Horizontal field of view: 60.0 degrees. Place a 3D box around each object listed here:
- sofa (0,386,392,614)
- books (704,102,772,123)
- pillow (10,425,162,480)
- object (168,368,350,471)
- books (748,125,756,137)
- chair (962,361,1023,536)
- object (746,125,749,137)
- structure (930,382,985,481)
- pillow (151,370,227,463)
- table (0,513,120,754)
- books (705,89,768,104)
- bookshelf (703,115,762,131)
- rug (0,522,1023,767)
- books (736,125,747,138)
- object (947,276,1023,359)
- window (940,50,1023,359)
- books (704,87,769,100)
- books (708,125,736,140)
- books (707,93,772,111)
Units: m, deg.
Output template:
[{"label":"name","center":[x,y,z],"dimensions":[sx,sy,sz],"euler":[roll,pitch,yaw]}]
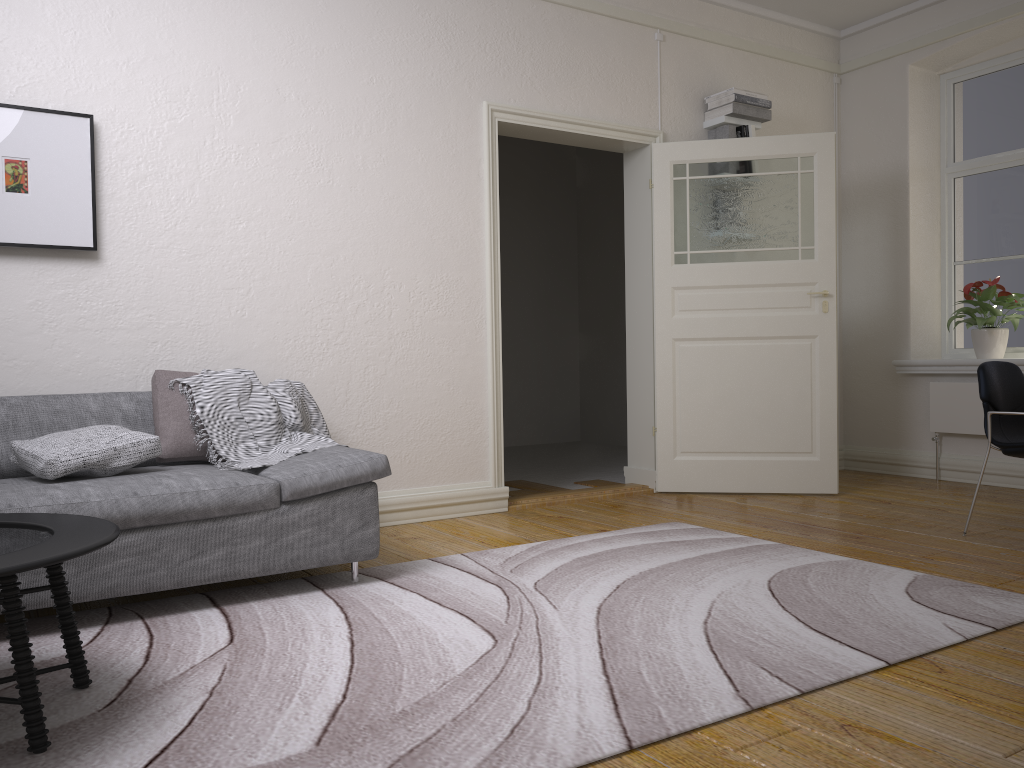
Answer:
[{"label":"sofa","center":[-2.036,0.431,2.971],"dimensions":[3.112,0.772,1.082],"euler":[-2,2,-33]},{"label":"books","center":[1.468,-1.741,5.762],"dimensions":[0.357,0.065,0.254],"euler":[-2,2,-32]},{"label":"pillow","center":[-1.558,0.255,3.251],"dimensions":[0.398,0.194,0.412],"euler":[0,2,44]},{"label":"object","center":[-0.991,0.362,3.746],"dimensions":[0.611,0.866,0.896],"euler":[0,2,24]},{"label":"books","center":[1.489,-1.502,5.775],"dimensions":[0.072,0.309,0.254],"euler":[-2,2,-32]},{"label":"chair","center":[2.441,0.294,4.046],"dimensions":[0.590,0.803,0.514],"euler":[-2,2,-34]},{"label":"object","center":[1.460,-1.503,5.783],"dimensions":[0.050,0.311,0.253],"euler":[-2,2,-32]},{"label":"structure","center":[3.125,0.413,5.416],"dimensions":[0.097,0.845,1.178],"euler":[-2,2,-32]},{"label":"pillow","center":[-1.266,0.132,3.676],"dimensions":[0.434,0.390,0.237],"euler":[-2,2,-32]},{"label":"table","center":[-1.409,0.596,2.017],"dimensions":[0.962,0.449,0.926],"euler":[-2,2,-35]},{"label":"books","center":[1.449,-1.837,5.729],"dimensions":[0.310,0.030,0.254],"euler":[-2,2,-32]},{"label":"bookshelf","center":[1.448,-1.280,5.798],"dimensions":[0.346,0.860,0.190],"euler":[-2,2,-32]},{"label":"rug","center":[-0.240,0.769,2.713],"dimensions":[3.774,0.008,1.916],"euler":[-2,2,-33]},{"label":"books","center":[1.434,-1.502,5.786],"dimensions":[0.064,0.310,0.267],"euler":[-2,2,-32]},{"label":"object","center":[3.063,-0.420,5.655],"dimensions":[0.537,0.520,0.532],"euler":[-2,2,-29]},{"label":"window","center":[5.577,-1.010,7.288],"dimensions":[5.442,2.474,1.972],"euler":[-2,2,-34]},{"label":"books","center":[1.456,-1.859,5.746],"dimensions":[0.320,0.015,0.260],"euler":[-2,2,-32]},{"label":"books","center":[1.359,-1.499,5.736],"dimensions":[0.066,0.307,0.187],"euler":[-2,2,-32]},{"label":"books","center":[1.467,-1.796,5.718],"dimensions":[0.338,0.049,0.245],"euler":[-2,2,-32]}]
